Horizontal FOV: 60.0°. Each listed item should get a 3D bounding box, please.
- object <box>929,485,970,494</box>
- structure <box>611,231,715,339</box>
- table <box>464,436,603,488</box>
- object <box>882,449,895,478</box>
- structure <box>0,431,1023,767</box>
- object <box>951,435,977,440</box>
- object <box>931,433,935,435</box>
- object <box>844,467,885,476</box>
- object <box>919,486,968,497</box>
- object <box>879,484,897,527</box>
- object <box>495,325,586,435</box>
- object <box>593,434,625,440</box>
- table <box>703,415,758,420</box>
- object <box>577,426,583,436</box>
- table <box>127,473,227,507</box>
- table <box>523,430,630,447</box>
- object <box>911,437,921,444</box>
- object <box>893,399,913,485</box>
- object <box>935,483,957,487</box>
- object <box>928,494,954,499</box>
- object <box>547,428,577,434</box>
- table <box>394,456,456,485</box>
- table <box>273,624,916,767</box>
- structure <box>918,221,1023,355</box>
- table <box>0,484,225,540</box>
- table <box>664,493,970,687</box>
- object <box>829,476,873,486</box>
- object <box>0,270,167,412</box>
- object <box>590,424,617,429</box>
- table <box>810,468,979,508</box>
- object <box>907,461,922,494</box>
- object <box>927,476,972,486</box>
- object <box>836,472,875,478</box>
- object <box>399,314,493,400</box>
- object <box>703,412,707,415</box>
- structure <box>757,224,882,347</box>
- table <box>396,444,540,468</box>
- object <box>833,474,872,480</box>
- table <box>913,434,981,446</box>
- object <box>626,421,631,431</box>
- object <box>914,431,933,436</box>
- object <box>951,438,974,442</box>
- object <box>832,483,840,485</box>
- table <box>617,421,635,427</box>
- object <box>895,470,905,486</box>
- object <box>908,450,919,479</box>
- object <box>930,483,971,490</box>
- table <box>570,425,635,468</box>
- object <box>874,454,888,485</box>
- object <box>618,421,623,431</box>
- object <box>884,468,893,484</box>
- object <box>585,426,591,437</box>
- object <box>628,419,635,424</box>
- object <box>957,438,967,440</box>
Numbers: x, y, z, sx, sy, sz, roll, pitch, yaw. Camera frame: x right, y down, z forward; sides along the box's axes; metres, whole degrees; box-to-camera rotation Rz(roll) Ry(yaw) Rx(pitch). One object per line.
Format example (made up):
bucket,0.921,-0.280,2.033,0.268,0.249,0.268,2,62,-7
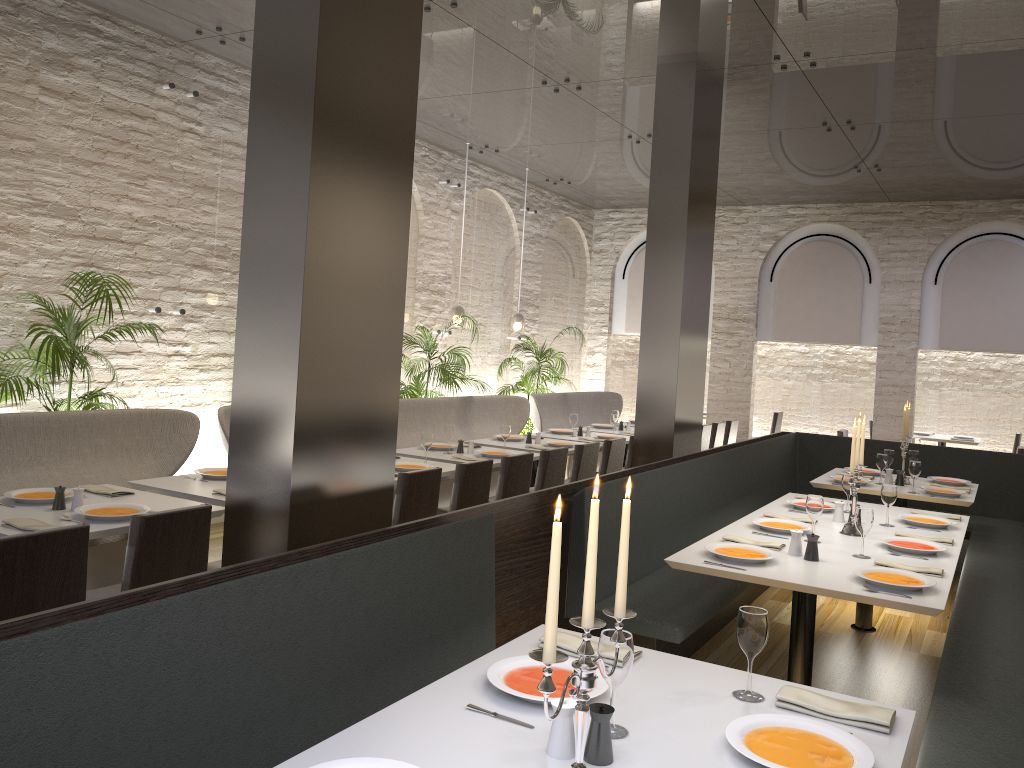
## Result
object,3.283,0.794,6.653,0.273,0.033,0.142,5,3,29
structure,2.308,-1.561,13.429,1.635,1.675,0.097,4,0,29
table,0.189,0.926,8.205,0.937,0.760,1.010,4,2,29
object,3.054,0.650,7.190,0.086,0.231,0.086,3,0,-25
structure,0.989,1.066,3.305,2.375,1.000,10.741,5,3,29
object,6.130,0.729,12.023,0.321,0.036,0.322,2,3,-26
object,5.845,0.694,12.576,0.273,0.033,0.142,5,3,29
object,2.938,0.734,7.387,0.322,0.036,0.321,5,3,25
object,3.125,0.787,6.424,0.321,0.036,0.322,4,2,5
object,2.131,0.688,5.019,0.086,0.231,0.086,4,0,41
object,0.334,0.197,11.470,1.145,1.974,1.188,4,1,10
object,0.990,0.543,9.047,0.321,0.036,0.322,2,3,-23
table,3.176,0.873,13.673,0.937,0.760,1.010,4,2,29
object,0.705,0.482,9.133,0.059,0.109,0.059,3,1,-25
table,-1.519,0.954,5.156,0.937,0.760,1.010,4,2,29
table,0.736,0.918,9.180,0.937,0.760,1.010,4,2,29
object,3.946,0.641,8.665,0.086,0.231,0.086,3,0,-31
object,3.064,0.449,6.909,0.132,0.657,0.389,4,1,40
object,3.398,0.790,6.920,0.181,0.015,0.038,5,3,31
object,3.033,0.796,6.268,0.181,0.015,0.038,5,3,31
object,0.523,0.503,9.312,0.321,0.036,0.322,2,3,-23
table,-0.950,0.945,6.170,0.937,0.760,1.010,4,2,29
table,-0.066,1.202,1.475,1.102,0.760,2.537,4,2,29
structure,6.120,-1.235,11.285,1.635,1.675,0.097,4,0,29
table,-2.072,0.963,4.168,0.937,0.760,1.010,4,2,29
table,1.734,1.173,4.688,1.102,0.760,2.537,4,2,29
object,2.574,0.740,6.737,0.321,0.036,0.322,4,2,5
object,-2.896,0.247,5.734,1.187,1.974,1.147,3,1,-30
object,1.062,0.494,10.274,0.321,0.036,0.322,2,3,-23
table,2.983,1.153,6.918,1.102,0.760,1.187,4,2,29
object,2.915,0.675,6.417,0.086,0.231,0.086,3,0,-25
object,3.490,0.781,7.075,0.321,0.036,0.322,3,3,-12
object,2.763,0.741,7.130,0.273,0.033,0.142,5,3,29
object,-0.883,0.215,9.330,1.144,1.974,1.189,3,1,-20
object,2.963,0.458,13.805,0.321,0.036,0.322,2,3,-26
structure,4.275,-1.392,12.323,1.635,1.675,0.097,4,0,29
table,-0.383,0.936,7.183,0.937,0.760,1.010,4,2,29
object,2.688,0.743,6.995,0.273,0.033,0.142,5,3,29
table,5.875,1.103,12.155,0.937,0.760,1.010,4,2,29
object,1.327,0.479,10.101,0.059,0.109,0.059,3,1,-25
object,5.663,0.689,12.287,0.321,0.036,0.322,2,3,-26
object,5.952,0.738,11.709,0.273,0.033,0.142,5,3,29
object,2.465,0.751,6.561,0.185,0.010,0.017,5,2,29
table,1.832,0.900,11.136,0.937,0.760,1.010,4,2,29
object,2.977,0.719,6.798,0.068,0.126,0.069,3,1,-19
object,3.291,0.661,7.272,0.086,0.231,0.086,3,0,-1
object,3.359,0.793,6.788,0.273,0.033,0.142,5,3,29
table,1.275,0.909,10.142,0.937,0.760,1.010,4,2,29
object,2.832,0.654,6.793,0.086,0.231,0.086,3,0,-25
object,1.244,0.474,10.095,0.059,0.109,0.059,3,1,-25
object,2.918,0.713,6.858,0.068,0.126,0.069,3,1,-19
object,0.788,0.487,9.139,0.059,0.109,0.059,3,1,-25
object,1.619,0.485,11.269,0.321,0.036,0.322,2,3,-23
object,6.035,0.737,11.865,0.181,0.015,0.038,5,3,31
